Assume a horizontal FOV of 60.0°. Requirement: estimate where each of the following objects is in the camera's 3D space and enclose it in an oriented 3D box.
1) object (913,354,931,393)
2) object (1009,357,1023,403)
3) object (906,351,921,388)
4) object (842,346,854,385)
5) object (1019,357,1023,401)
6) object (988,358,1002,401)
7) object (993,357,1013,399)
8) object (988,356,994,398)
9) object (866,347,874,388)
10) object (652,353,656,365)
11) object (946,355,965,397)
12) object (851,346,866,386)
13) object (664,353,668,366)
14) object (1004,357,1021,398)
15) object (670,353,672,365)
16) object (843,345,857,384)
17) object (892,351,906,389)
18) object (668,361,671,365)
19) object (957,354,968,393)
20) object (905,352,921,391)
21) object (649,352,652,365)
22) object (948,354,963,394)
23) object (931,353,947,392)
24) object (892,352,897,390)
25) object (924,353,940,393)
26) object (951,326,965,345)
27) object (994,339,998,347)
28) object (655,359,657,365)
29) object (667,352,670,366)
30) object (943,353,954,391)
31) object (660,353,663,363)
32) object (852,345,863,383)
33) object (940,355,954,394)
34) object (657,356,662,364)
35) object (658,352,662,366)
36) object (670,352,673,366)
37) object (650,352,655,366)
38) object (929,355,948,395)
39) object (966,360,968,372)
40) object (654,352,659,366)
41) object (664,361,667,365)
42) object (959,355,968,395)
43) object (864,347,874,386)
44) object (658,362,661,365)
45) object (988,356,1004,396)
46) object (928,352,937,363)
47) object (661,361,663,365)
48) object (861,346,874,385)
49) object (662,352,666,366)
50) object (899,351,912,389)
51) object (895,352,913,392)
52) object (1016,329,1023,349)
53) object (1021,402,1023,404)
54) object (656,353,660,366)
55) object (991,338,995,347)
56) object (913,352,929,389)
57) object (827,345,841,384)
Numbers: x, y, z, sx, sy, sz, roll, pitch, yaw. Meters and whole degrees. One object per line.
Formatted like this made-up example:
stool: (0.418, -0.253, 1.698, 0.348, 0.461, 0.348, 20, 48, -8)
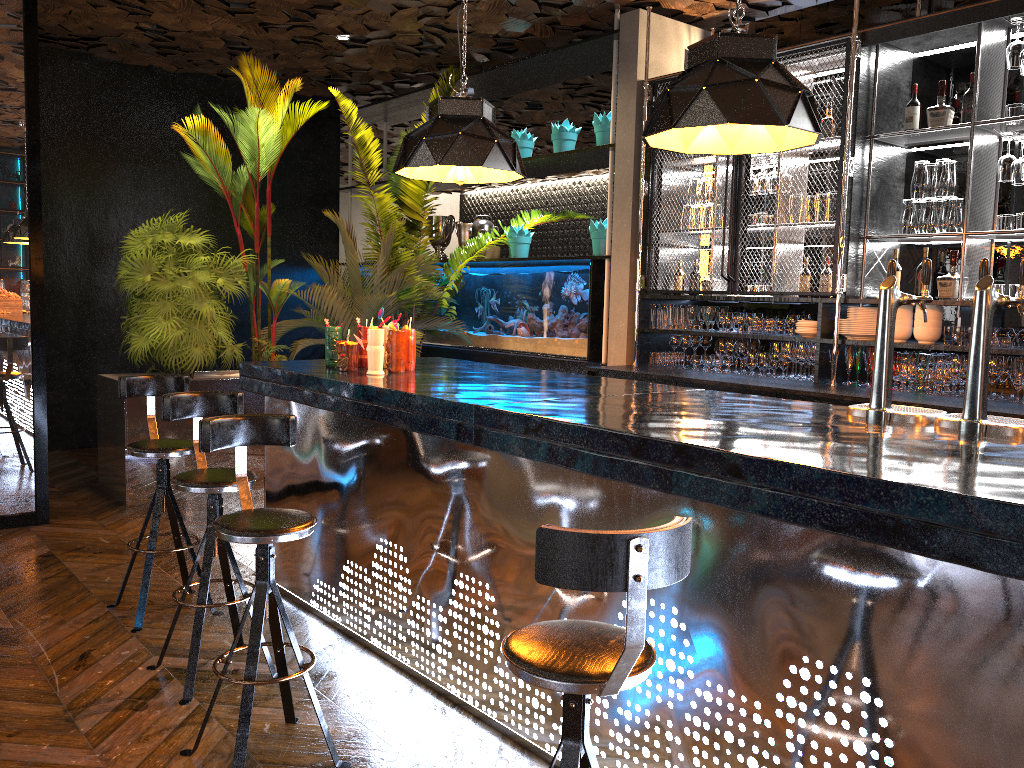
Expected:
object: (2.258, -0.058, 4.883, 0.082, 0.213, 0.082, 1, 6, -6)
object: (2.586, -0.021, 4.523, 0.071, 0.226, 0.071, 4, 6, 22)
object: (2.343, -0.086, 5.199, 0.082, 0.213, 0.082, 4, 6, 27)
object: (2.016, -0.114, 5.303, 0.073, 0.229, 0.073, 6, 7, 39)
object: (2.650, -0.025, 4.578, 0.071, 0.226, 0.071, 4, 6, 22)
object: (2.487, -0.026, 4.594, 0.084, 0.216, 0.084, 2, 6, 3)
object: (2.593, -0.032, 4.682, 0.084, 0.216, 0.084, 2, 6, 3)
object: (2.534, -0.039, 4.744, 0.084, 0.216, 0.084, 7, 8, 43)
object: (2.089, -0.095, 5.127, 0.073, 0.229, 0.073, 6, 7, 39)
object: (1.032, -0.184, 6.457, 0.028, 0.097, 0.028, 3, 6, 10)
object: (2.372, -0.043, 4.737, 0.084, 0.216, 0.084, 6, 7, 39)
object: (2.031, -0.104, 5.205, 0.073, 0.229, 0.073, 6, 7, 39)
object: (1.110, -0.178, 6.416, 0.031, 0.098, 0.031, 3, 6, 12)
object: (2.698, -0.037, 4.765, 0.084, 0.216, 0.084, 0, 6, -17)
object: (1.171, -0.187, 6.522, 0.033, 0.101, 0.033, 5, 7, 34)
object: (2.050, -0.120, 5.381, 0.073, 0.229, 0.073, 6, 7, 39)
object: (2.208, -0.079, 5.087, 0.082, 0.213, 0.082, 7, 8, 43)
object: (1.166, -0.190, 6.564, 0.028, 0.097, 0.028, 4, 6, 25)
object: (2.529, -0.060, 4.972, 0.082, 0.213, 0.082, 6, 7, 41)
object: (2.263, -0.071, 5.014, 0.082, 0.213, 0.082, 4, 6, 27)
object: (1.005, -0.182, 6.437, 0.028, 0.097, 0.028, 6, 7, 40)
object: (2.459, -0.056, 4.918, 0.082, 0.213, 0.082, 6, 7, 38)
object: (2.397, -0.065, 4.994, 0.082, 0.213, 0.082, 1, 6, -7)
object: (2.136, -0.076, 5.033, 0.082, 0.213, 0.082, 1, 6, -10)
object: (2.327, -0.062, 4.937, 0.082, 0.213, 0.082, 5, 6, 30)
object: (2.441, -0.261, 4.822, 0.100, 0.100, 0.089, 4, 6, 23)
object: (2.563, -0.221, 4.704, 0.049, 0.048, 0.044, 6, 7, 38)
object: (1.057, -0.185, 6.478, 0.028, 0.097, 0.028, 0, 6, -14)
object: (1.135, -0.179, 6.439, 0.031, 0.098, 0.031, 2, 6, 6)
object: (2.468, -0.068, 5.048, 0.082, 0.213, 0.082, -3, 7, -40)
object: (1.076, -0.177, 6.393, 0.031, 0.098, 0.031, 4, 6, 24)
object: (2.132, -0.125, 5.452, 0.073, 0.229, 0.073, 6, 7, 39)
object: (2.389, -0.053, 4.863, 0.082, 0.213, 0.082, 5, 6, 32)
object: (1.047, -0.160, 6.306, 0.034, 0.080, 0.034, -1, 6, -26)
object: (1.074, -0.181, 6.440, 0.033, 0.101, 0.033, 6, 7, 42)
object: (1.168, -0.181, 6.463, 0.031, 0.098, 0.031, 0, 6, -17)
object: (1.009, -0.178, 6.388, 0.033, 0.101, 0.033, 0, 6, -15)
object: (2.314, -0.050, 4.811, 0.082, 0.213, 0.082, 1, 6, -9)
object: (2.430, -0.034, 4.663, 0.084, 0.216, 0.084, -1, 6, -24)
object: (1.044, -0.180, 6.415, 0.033, 0.101, 0.033, 5, 6, 31)
object: (1.137, -0.189, 6.542, 0.028, 0.097, 0.028, 1, 6, -5)
object: (2.479, -0.048, 4.817, 0.084, 0.216, 0.084, -1, 6, -27)
object: (2.113, -0.102, 5.213, 0.073, 0.229, 0.073, 6, 7, 39)
object: (1.083, -0.186, 6.499, 0.028, 0.097, 0.028, -3, 7, -42)
object: (2.635, -0.045, 4.830, 0.084, 0.216, 0.084, -3, 7, -40)
object: (2.402, -0.078, 5.124, 0.082, 0.213, 0.082, 1, 6, -9)
object: (1.111, -0.188, 6.524, 0.028, 0.097, 0.028, 0, 6, -15)
object: (2.129, -0.110, 5.297, 0.073, 0.229, 0.073, 6, 7, 39)
object: (1.107, -0.183, 6.467, 0.033, 0.101, 0.033, 5, 6, 32)
object: (2.277, -0.083, 5.140, 0.082, 0.213, 0.082, 3, 6, 11)
object: (2.192, -0.068, 4.964, 0.082, 0.213, 0.082, 1, 6, -10)
object: (2.620, -0.227, 4.512, 0.093, 0.099, 0.093, -1, 6, -23)
object: (2.601, -0.013, 4.442, 0.071, 0.226, 0.071, 4, 6, 22)
object: (1.048, -0.175, 6.368, 0.031, 0.098, 0.031, 1, 6, -1)
object: (2.519, -0.220, 4.679, 0.049, 0.048, 0.044, 1, 6, -7)
object: (2.339, -0.074, 5.066, 0.082, 0.213, 0.082, 0, 6, -18)
object: (1.923, -0.116, 5.305, 0.073, 0.229, 0.073, 6, 7, 39)
